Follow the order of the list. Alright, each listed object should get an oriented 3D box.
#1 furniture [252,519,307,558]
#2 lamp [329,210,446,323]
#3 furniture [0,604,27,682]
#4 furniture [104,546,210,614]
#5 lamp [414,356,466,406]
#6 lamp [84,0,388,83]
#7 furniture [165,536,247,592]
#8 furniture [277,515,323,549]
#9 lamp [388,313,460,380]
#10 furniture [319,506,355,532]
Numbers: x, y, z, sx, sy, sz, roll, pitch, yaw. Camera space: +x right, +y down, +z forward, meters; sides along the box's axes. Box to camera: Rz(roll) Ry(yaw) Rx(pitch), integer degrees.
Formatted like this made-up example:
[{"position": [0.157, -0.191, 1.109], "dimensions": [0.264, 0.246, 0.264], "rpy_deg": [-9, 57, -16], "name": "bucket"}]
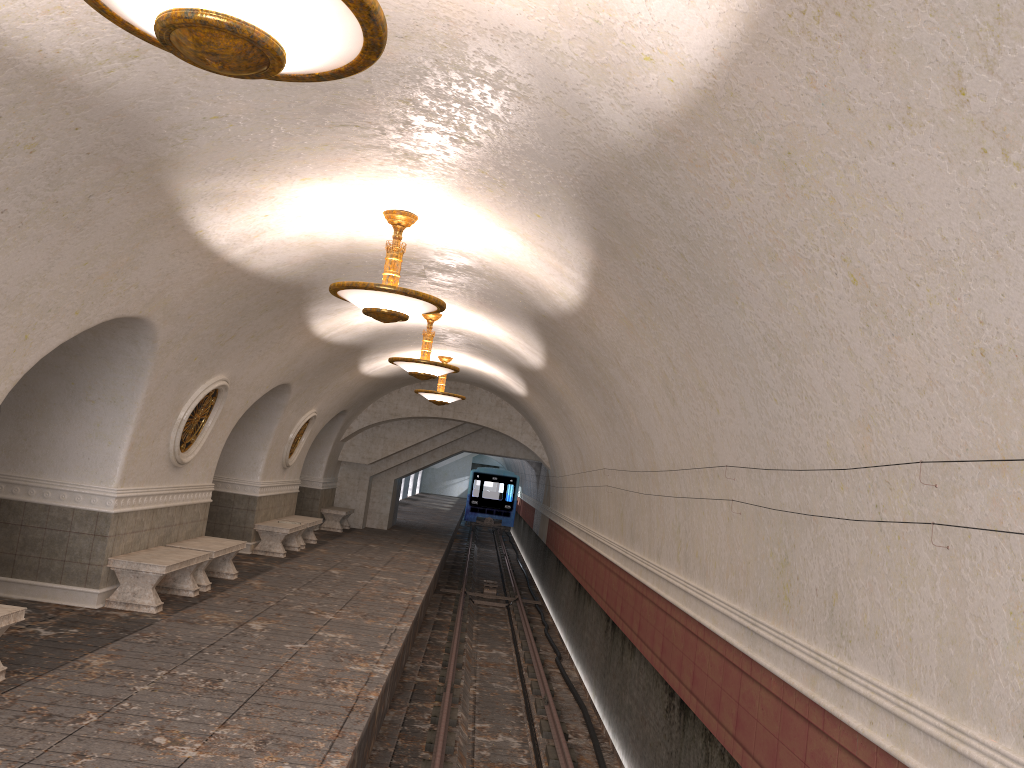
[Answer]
[{"position": [-4.149, 2.750, 15.839], "dimensions": [0.613, 0.508, 1.509], "rpy_deg": [8, -6, -1], "name": "furniture"}, {"position": [-1.030, -0.992, 7.648], "dimensions": [1.008, 0.955, 1.008], "rpy_deg": [6, -6, 15], "name": "lamp"}, {"position": [-3.795, 1.741, 5.593], "dimensions": [0.613, 0.508, 1.509], "rpy_deg": [8, -6, -1], "name": "furniture"}, {"position": [-3.944, 2.166, 9.909], "dimensions": [0.613, 0.508, 1.509], "rpy_deg": [8, -6, -1], "name": "furniture"}, {"position": [-1.362, -0.047, 17.254], "dimensions": [1.008, 0.955, 1.008], "rpy_deg": [2, -8, 44], "name": "lamp"}, {"position": [-0.864, -1.465, 2.844], "dimensions": [1.008, 0.955, 1.008], "rpy_deg": [10, -6, -17], "name": "lamp"}, {"position": [-4.002, 2.331, 11.581], "dimensions": [0.613, 0.508, 1.509], "rpy_deg": [8, -6, -1], "name": "furniture"}, {"position": [-4.207, 2.914, 17.511], "dimensions": [0.613, 0.508, 1.509], "rpy_deg": [8, -6, -1], "name": "furniture"}, {"position": [-1.196, -0.519, 12.450], "dimensions": [1.008, 0.955, 1.008], "rpy_deg": [6, -6, 15], "name": "lamp"}, {"position": [-4.366, 3.366, 22.107], "dimensions": [0.613, 0.508, 1.509], "rpy_deg": [8, -6, -1], "name": "furniture"}]
